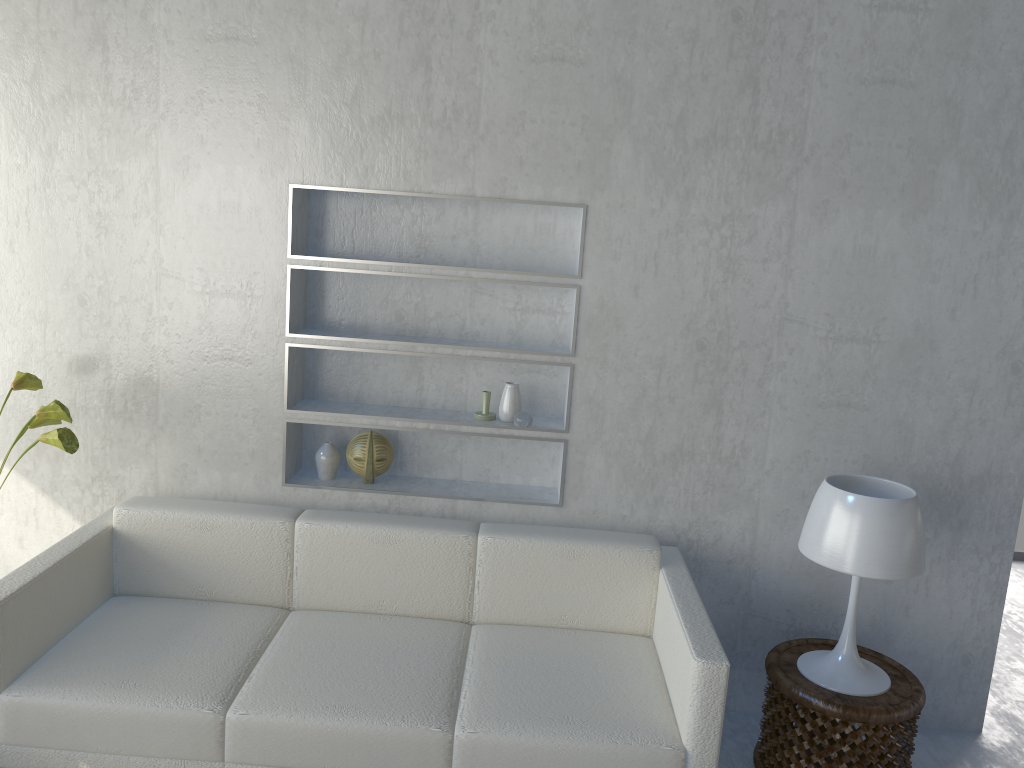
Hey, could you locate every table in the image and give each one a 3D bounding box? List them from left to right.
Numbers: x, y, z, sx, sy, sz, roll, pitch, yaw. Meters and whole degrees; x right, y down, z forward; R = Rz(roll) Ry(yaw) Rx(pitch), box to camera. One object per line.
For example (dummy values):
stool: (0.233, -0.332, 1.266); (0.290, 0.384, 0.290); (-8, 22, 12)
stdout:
table: (0.981, 1.032, 2.682); (0.452, 0.358, 0.452); (0, 11, -24)

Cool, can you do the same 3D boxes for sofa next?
sofa: (-0.416, 0.794, 2.583); (1.881, 0.658, 0.821); (4, 10, 1)

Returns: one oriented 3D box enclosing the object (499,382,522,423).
object: (-0.003, 0.061, 2.998); (0.079, 0.130, 0.079); (4, 10, -1)

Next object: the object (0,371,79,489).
object: (-1.473, 0.517, 2.613); (0.400, 1.051, 0.387); (10, 11, 28)

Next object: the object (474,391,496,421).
object: (-0.089, 0.072, 3.009); (0.074, 0.094, 0.074); (-3, 12, -34)

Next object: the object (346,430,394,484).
object: (-0.485, 0.253, 3.025); (0.163, 0.179, 0.088); (2, 10, -9)

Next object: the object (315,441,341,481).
object: (-0.635, 0.263, 3.058); (0.086, 0.128, 0.086); (6, 10, 12)

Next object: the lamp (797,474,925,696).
lamp: (1.011, 0.579, 2.603); (0.347, 0.582, 0.347); (-2, 12, -30)

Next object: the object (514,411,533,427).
object: (0.038, 0.114, 2.949); (0.064, 0.050, 0.064); (5, 10, 6)
